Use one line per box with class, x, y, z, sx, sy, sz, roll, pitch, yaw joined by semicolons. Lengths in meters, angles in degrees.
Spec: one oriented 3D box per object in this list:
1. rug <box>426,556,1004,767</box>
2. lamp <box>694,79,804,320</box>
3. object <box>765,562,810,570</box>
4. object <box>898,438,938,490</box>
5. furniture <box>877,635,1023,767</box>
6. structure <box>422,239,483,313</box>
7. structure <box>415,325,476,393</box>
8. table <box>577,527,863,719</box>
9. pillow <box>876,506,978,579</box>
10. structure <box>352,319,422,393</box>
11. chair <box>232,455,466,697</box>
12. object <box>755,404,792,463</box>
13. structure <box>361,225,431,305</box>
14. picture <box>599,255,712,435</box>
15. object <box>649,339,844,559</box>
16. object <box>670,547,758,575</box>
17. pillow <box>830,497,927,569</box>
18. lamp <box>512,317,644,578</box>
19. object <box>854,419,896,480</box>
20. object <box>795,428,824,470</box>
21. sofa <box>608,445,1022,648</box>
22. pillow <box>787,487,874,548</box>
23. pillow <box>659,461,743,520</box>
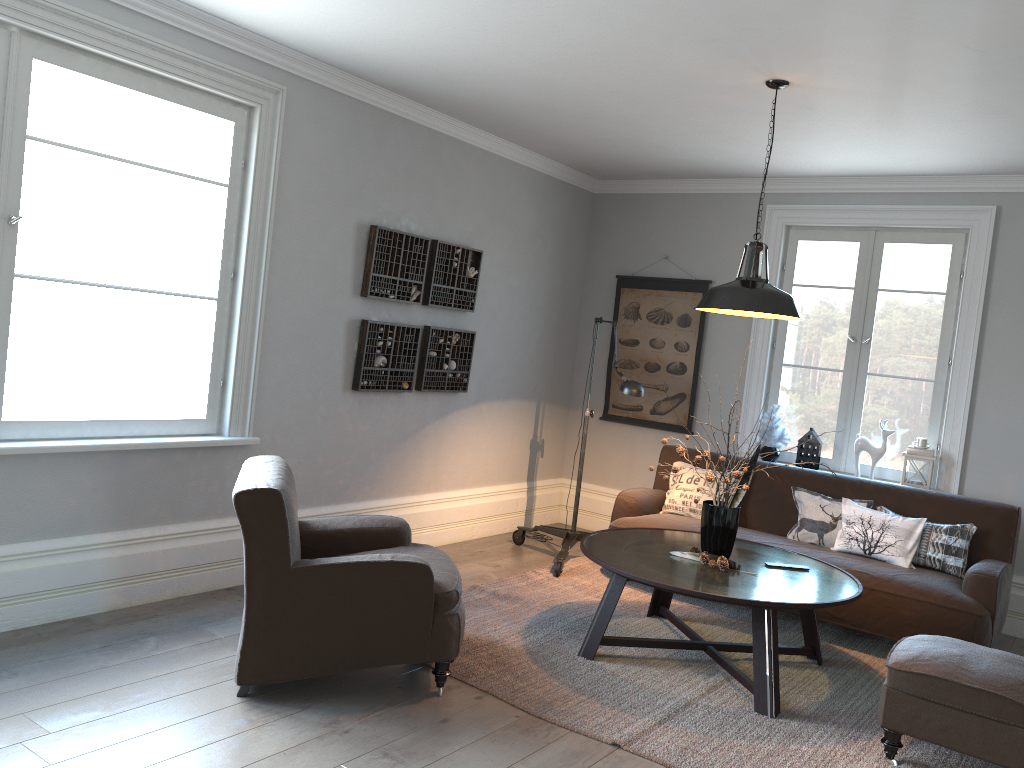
rug;0.967;1.284;4.243;2.820;0.090;2.399;8;4;36
lamp;1.165;-0.860;4.132;0.504;1.075;0.504;6;3;-7
object;1.316;0.871;4.241;0.207;0.011;0.051;6;3;-5
object;2.551;0.497;5.556;0.193;0.322;0.193;8;3;29
furniture;1.735;1.235;3.349;0.583;0.439;0.574;8;3;35
structure;-0.366;-0.687;5.703;0.105;0.416;0.468;8;3;35
structure;-0.422;-0.155;5.749;0.086;0.416;0.468;8;3;35
table;0.944;1.086;4.222;1.300;0.503;1.300;8;3;28
pillow;2.267;0.872;4.930;0.542;0.288;0.183;8;3;36
structure;-0.739;-0.160;5.300;0.086;0.416;0.468;8;3;35
chair;-0.672;0.772;3.702;0.970;0.795;0.807;6;3;-14
object;1.787;0.330;6.117;0.247;0.423;0.263;5;3;-19
structure;-0.694;-0.700;5.279;0.099;0.416;0.468;8;3;35
picture;1.085;-0.323;6.700;0.793;1.313;0.057;8;3;35
object;1.079;0.322;4.074;0.853;1.065;0.525;7;3;6
object;0.935;0.812;4.126;0.153;0.067;0.404;4;4;-37
pillow;2.041;0.832;4.954;0.471;0.309;0.188;8;3;36
lamp;0.533;0.367;6.082;0.797;1.644;1.865;6;3;-17
object;2.307;0.420;5.660;0.239;0.410;0.128;8;3;31
object;2.004;0.434;5.970;0.155;0.284;0.155;8;3;25
sofa;1.676;0.944;5.215;2.166;0.824;0.968;8;3;35
pillow;1.846;0.808;5.184;0.473;0.347;0.159;8;3;33
pillow;1.217;0.699;5.679;0.519;0.368;0.240;8;3;35
